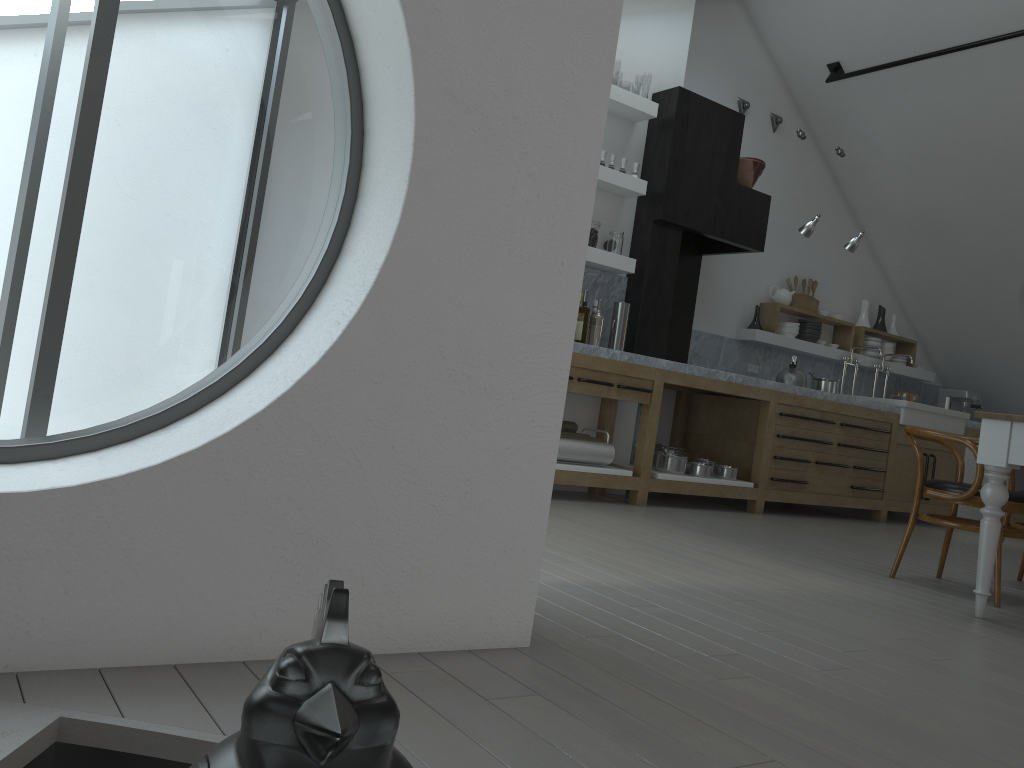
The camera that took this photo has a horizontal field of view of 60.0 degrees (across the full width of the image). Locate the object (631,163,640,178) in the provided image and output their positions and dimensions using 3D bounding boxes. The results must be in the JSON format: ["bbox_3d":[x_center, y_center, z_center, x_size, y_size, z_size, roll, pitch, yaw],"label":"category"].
[{"bbox_3d":[0.839,-1.447,6.052,0.067,0.124,0.064,10,-3,-41],"label":"object"}]

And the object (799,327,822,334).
[{"bbox_3d":[2.646,-0.450,7.887,0.205,0.086,0.205,8,-1,8],"label":"object"}]

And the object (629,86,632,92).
[{"bbox_3d":[0.774,-1.983,6.049,0.094,0.093,0.093,8,-1,-2],"label":"object"}]

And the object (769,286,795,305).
[{"bbox_3d":[2.346,-0.760,7.706,0.174,0.169,0.167,7,-2,39],"label":"object"}]

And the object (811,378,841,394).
[{"bbox_3d":[2.604,0.027,7.302,0.232,0.170,0.393,8,-1,35],"label":"object"}]

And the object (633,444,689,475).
[{"bbox_3d":[1.045,0.533,6.163,0.379,0.164,0.222,8,-1,45],"label":"object"}]

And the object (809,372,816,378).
[{"bbox_3d":[2.524,-0.012,7.285,0.051,0.167,0.236,10,-2,-39],"label":"object"}]

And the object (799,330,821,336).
[{"bbox_3d":[2.636,-0.423,7.889,0.205,0.086,0.205,8,-1,3],"label":"object"}]

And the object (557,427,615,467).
[{"bbox_3d":[0.330,0.379,5.651,0.526,0.232,0.430,9,-1,-37],"label":"object"}]

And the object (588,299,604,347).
[{"bbox_3d":[0.552,-0.388,5.767,0.085,0.331,0.085,10,-2,-26],"label":"object"}]

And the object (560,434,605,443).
[{"bbox_3d":[0.390,0.366,5.540,0.436,0.093,0.092,9,-2,-37],"label":"object"}]

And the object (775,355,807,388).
[{"bbox_3d":[2.226,-0.098,7.030,0.246,0.268,0.246,9,-2,-24],"label":"object"}]

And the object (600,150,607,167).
[{"bbox_3d":[0.599,-1.484,5.880,0.067,0.124,0.064,10,-3,-41],"label":"object"}]

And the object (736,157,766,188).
[{"bbox_3d":[1.714,-1.559,6.698,0.347,0.237,0.366,9,-1,-17],"label":"object"}]

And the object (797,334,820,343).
[{"bbox_3d":[2.633,-0.397,7.888,0.206,0.072,0.205,8,-1,43],"label":"object"}]

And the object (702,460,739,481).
[{"bbox_3d":[1.507,0.624,6.378,0.153,0.113,0.261,9,-1,-35],"label":"object"}]

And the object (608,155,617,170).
[{"bbox_3d":[0.668,-1.473,5.945,0.067,0.124,0.064,10,-3,-41],"label":"object"}]

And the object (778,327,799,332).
[{"bbox_3d":[2.404,-0.451,7.729,0.181,0.065,0.181,8,-1,3],"label":"object"}]

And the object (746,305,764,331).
[{"bbox_3d":[2.075,-0.560,7.522,0.156,0.219,0.155,7,-2,37],"label":"object"}]

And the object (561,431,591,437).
[{"bbox_3d":[0.326,0.342,5.589,0.361,0.087,0.101,9,-1,-37],"label":"object"}]

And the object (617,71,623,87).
[{"bbox_3d":[0.716,-2.030,6.010,0.048,0.169,0.048,10,-2,-26],"label":"object"}]

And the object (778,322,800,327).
[{"bbox_3d":[2.415,-0.502,7.734,0.181,0.076,0.181,8,-1,3],"label":"object"}]

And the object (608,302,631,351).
[{"bbox_3d":[0.702,-0.374,5.915,0.164,0.340,0.114,10,-2,-31],"label":"object"}]

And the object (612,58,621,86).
[{"bbox_3d":[0.681,-2.046,5.851,0.063,0.187,0.063,7,-2,24],"label":"object"}]

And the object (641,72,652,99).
[{"bbox_3d":[0.907,-2.011,6.008,0.063,0.187,0.063,7,-2,24],"label":"object"}]

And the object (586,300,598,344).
[{"bbox_3d":[0.538,-0.391,5.876,0.081,0.330,0.081,9,-2,-7],"label":"object"}]

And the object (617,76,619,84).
[{"bbox_3d":[0.672,-2.006,5.938,0.082,0.105,0.081,8,-2,24],"label":"object"}]

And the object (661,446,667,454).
[{"bbox_3d":[1.084,0.509,6.059,0.190,0.152,0.051,9,-2,-34],"label":"object"}]

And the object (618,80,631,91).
[{"bbox_3d":[0.753,-1.983,5.959,0.077,0.085,0.077,8,-2,-2],"label":"object"}]

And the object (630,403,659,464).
[{"bbox_3d":[0.962,0.348,6.555,0.231,0.499,0.230,8,-2,7],"label":"object"}]

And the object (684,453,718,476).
[{"bbox_3d":[1.414,0.605,6.601,0.181,0.134,0.308,9,-1,-10],"label":"object"}]

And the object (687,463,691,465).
[{"bbox_3d":[1.275,0.585,6.388,0.246,0.045,0.041,9,-2,-35],"label":"object"}]

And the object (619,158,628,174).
[{"bbox_3d":[0.749,-1.461,5.990,0.067,0.124,0.064,10,-3,-41],"label":"object"}]

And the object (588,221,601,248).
[{"bbox_3d":[0.519,-0.984,5.874,0.120,0.183,0.120,9,-2,-19],"label":"object"}]

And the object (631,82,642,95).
[{"bbox_3d":[0.834,-1.978,5.979,0.071,0.099,0.071,8,-2,20],"label":"object"}]

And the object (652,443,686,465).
[{"bbox_3d":[1.112,0.533,6.862,0.455,0.197,0.268,8,-1,0],"label":"object"}]

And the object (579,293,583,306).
[{"bbox_3d":[0.425,-0.413,5.703,0.092,0.339,0.092,9,-2,-16],"label":"object"}]

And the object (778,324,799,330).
[{"bbox_3d":[2.410,-0.474,7.732,0.181,0.069,0.181,9,-1,-17],"label":"object"}]

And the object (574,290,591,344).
[{"bbox_3d":[0.446,-0.416,5.585,0.092,0.359,0.092,8,-2,10],"label":"object"}]

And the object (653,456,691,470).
[{"bbox_3d":[1.158,0.571,6.432,0.509,0.052,0.263,8,-1,32],"label":"object"}]

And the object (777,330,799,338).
[{"bbox_3d":[2.401,-0.429,7.729,0.181,0.064,0.181,9,-1,-12],"label":"object"}]

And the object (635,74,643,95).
[{"bbox_3d":[0.857,-2.014,6.048,0.054,0.179,0.054,7,-3,32],"label":"object"}]

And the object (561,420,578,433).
[{"bbox_3d":[0.273,0.276,5.618,0.291,0.102,0.104,9,-2,-37],"label":"object"}]

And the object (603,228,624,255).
[{"bbox_3d":[0.692,-0.954,5.997,0.103,0.178,0.207,9,-1,-12],"label":"object"}]

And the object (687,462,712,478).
[{"bbox_3d":[1.273,0.587,6.190,0.261,0.113,0.153,8,-1,45],"label":"object"}]
